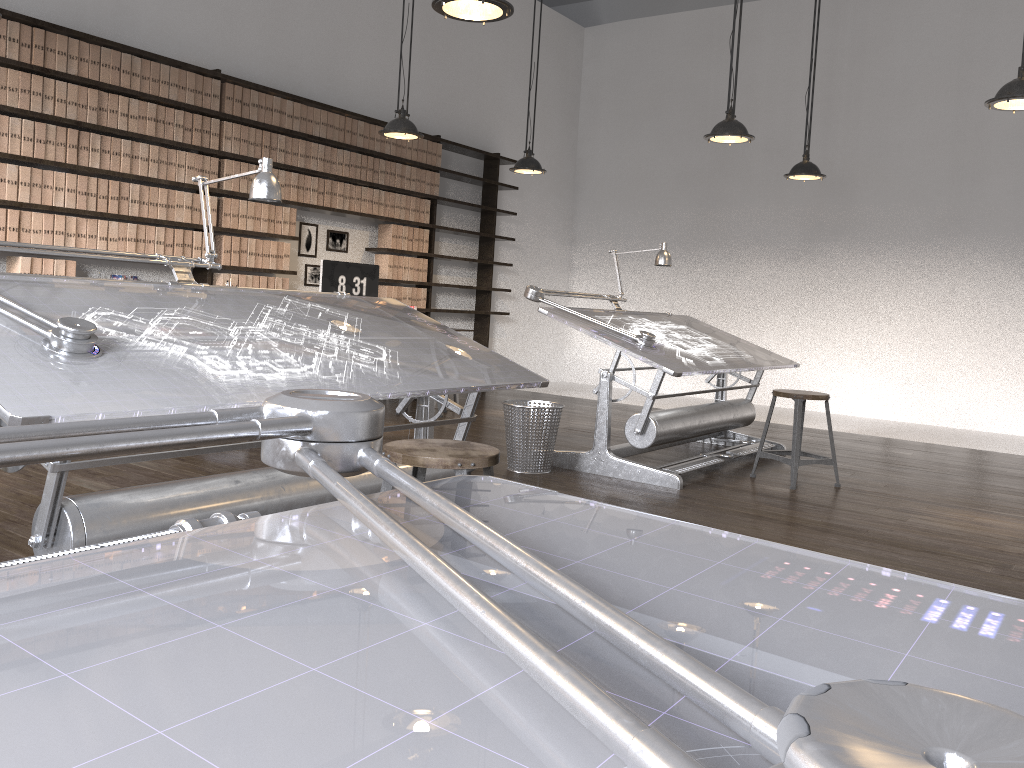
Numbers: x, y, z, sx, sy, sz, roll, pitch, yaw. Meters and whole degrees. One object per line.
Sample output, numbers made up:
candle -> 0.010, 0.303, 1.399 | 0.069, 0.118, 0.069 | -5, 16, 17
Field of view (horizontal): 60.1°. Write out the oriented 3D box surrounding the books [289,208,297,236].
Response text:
books -> -1.801, -1.284, 7.045 | 0.175, 0.225, 0.067 | 6, 3, 35

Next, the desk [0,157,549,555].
desk -> -0.930, -0.088, 2.889 | 1.079, 1.383, 2.281 | 6, 5, 35

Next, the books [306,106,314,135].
books -> -1.681, -2.108, 7.114 | 0.175, 0.225, 0.067 | 6, 3, 35

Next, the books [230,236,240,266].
books -> -2.118, -0.989, 6.617 | 0.175, 0.225, 0.067 | 6, 3, 35

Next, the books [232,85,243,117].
books -> -2.075, -2.080, 6.538 | 0.175, 0.225, 0.067 | 6, 3, 35

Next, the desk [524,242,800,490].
desk -> 0.989, -0.219, 5.637 | 1.079, 1.383, 2.070 | 6, 5, 35

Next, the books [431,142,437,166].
books -> -0.801, -2.168, 8.374 | 0.175, 0.225, 0.067 | 6, 3, 35

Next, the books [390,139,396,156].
books -> -1.118, -2.146, 7.910 | 0.175, 0.225, 0.067 | 6, 3, 35

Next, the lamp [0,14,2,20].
lamp -> -2.284, -2.707, 3.730 | 0.313, 2.248, 0.311 | 4, 2, 14

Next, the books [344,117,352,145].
books -> -1.437, -2.124, 7.452 | 0.175, 0.225, 0.067 | 6, 3, 35

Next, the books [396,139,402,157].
books -> -1.081, -2.149, 7.969 | 0.175, 0.225, 0.067 | 6, 3, 35

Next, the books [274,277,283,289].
books -> -1.895, -0.729, 6.973 | 0.175, 0.225, 0.067 | 6, 3, 35

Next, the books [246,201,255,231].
books -> -2.033, -1.267, 6.707 | 0.175, 0.225, 0.067 | 6, 3, 35

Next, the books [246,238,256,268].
books -> -2.035, -0.995, 6.737 | 0.175, 0.225, 0.067 | 6, 3, 35

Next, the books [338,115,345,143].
books -> -1.484, -2.121, 7.395 | 0.175, 0.225, 0.067 | 6, 3, 35

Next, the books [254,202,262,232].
books -> -1.999, -1.270, 6.759 | 0.175, 0.225, 0.067 | 6, 3, 35

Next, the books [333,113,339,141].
books -> -1.519, -2.119, 7.340 | 0.175, 0.225, 0.067 | 6, 3, 35

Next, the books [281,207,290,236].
books -> -1.838, -1.281, 6.984 | 0.175, 0.225, 0.067 | 6, 3, 35

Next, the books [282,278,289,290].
books -> -1.858, -0.733, 7.033 | 0.175, 0.225, 0.067 | 6, 3, 35

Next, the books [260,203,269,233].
books -> -1.957, -1.272, 6.811 | 0.175, 0.225, 0.067 | 6, 3, 35

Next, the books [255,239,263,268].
books -> -1.998, -0.998, 6.797 | 0.175, 0.225, 0.067 | 6, 3, 35

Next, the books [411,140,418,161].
books -> -0.955, -2.156, 8.140 | 0.175, 0.225, 0.067 | 6, 3, 35

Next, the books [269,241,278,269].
books -> -1.914, -1.002, 6.907 | 0.175, 0.225, 0.067 | 6, 3, 35

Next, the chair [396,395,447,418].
chair -> -0.701, -0.018, 7.083 | 0.372, 0.527, 0.359 | 4, 3, 3

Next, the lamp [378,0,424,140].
lamp -> -0.689, -2.816, 6.013 | 0.310, 2.248, 0.313 | 2, 3, -31

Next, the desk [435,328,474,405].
desk -> -1.110, -0.156, 7.509 | 0.657, 0.668, 1.669 | 6, 5, 35

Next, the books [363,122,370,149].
books -> -1.317, -2.133, 7.633 | 0.175, 0.225, 0.067 | 6, 3, 35

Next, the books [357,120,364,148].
books -> -1.354, -2.130, 7.573 | 0.175, 0.225, 0.067 | 6, 3, 35

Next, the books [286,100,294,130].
books -> -1.799, -2.099, 6.937 | 0.175, 0.225, 0.067 | 6, 3, 35

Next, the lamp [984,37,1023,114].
lamp -> 2.494, -2.445, 4.176 | 0.310, 2.261, 0.313 | 2, 3, -31

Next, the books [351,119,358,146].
books -> -1.398, -2.127, 7.517 | 0.175, 0.225, 0.067 | 6, 3, 35

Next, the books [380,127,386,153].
books -> -1.198, -2.141, 7.801 | 0.175, 0.225, 0.067 | 6, 3, 35

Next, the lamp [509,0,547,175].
lamp -> 0.201, -2.877, 7.287 | 0.310, 2.248, 0.313 | 2, 3, -31

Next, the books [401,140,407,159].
books -> -1.042, -2.152, 8.028 | 0.175, 0.225, 0.067 | 6, 3, 35

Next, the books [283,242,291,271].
books -> -1.842, -1.008, 7.015 | 0.175, 0.225, 0.067 | 6, 3, 35

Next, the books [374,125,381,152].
books -> -1.233, -2.138, 7.743 | 0.175, 0.225, 0.067 | 6, 3, 35

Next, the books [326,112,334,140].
books -> -1.552, -2.116, 7.285 | 0.175, 0.225, 0.067 | 6, 3, 35

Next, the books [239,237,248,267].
books -> -2.080, -0.992, 6.681 | 0.175, 0.225, 0.067 | 6, 3, 35

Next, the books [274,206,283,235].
books -> -1.882, -1.278, 6.928 | 0.175, 0.225, 0.067 | 6, 3, 35

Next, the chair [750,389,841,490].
chair -> 1.637, 0.309, 5.078 | 0.371, 0.527, 0.359 | 2, 4, -27

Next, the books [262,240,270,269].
books -> -1.957, -1.000, 6.855 | 0.175, 0.225, 0.067 | 6, 3, 35

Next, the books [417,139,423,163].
books -> -0.914, -2.159, 8.199 | 0.175, 0.225, 0.067 | 6, 3, 35

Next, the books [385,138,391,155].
books -> -1.161, -2.143, 7.851 | 0.175, 0.225, 0.067 | 6, 3, 35

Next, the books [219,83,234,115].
books -> -2.122, -2.078, 6.481 | 0.175, 0.225, 0.067 | 6, 3, 35

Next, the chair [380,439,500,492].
chair -> -0.208, 0.436, 2.424 | 0.372, 0.527, 0.359 | 4, 3, 13

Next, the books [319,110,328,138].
books -> -1.593, -2.113, 7.226 | 0.175, 0.225, 0.067 | 6, 3, 35

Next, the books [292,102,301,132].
books -> -1.756, -2.102, 6.995 | 0.175, 0.225, 0.067 | 6, 3, 35

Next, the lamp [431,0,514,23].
lamp -> -0.079, -2.532, 3.302 | 0.310, 2.248, 0.313 | 2, 3, -35

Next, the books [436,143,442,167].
books -> -0.758, -2.171, 8.429 | 0.175, 0.225, 0.067 | 6, 3, 35

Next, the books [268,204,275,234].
books -> -1.923, -1.275, 6.870 | 0.175, 0.225, 0.067 | 6, 3, 35

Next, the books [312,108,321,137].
books -> -1.638, -2.110, 7.169 | 0.175, 0.225, 0.067 | 6, 3, 35

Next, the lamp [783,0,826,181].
lamp -> 2.302, -2.694, 6.712 | 0.313, 2.248, 0.311 | 4, 2, 14

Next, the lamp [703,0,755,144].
lamp -> 1.412, -2.634, 5.437 | 0.310, 2.248, 0.313 | 2, 3, -31

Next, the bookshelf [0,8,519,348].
bookshelf -> -2.787, -0.662, 5.849 | 0.374, 3.199, 9.182 | 5, 5, 35

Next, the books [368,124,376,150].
books -> -1.276, -2.136, 7.691 | 0.175, 0.225, 0.067 | 6, 3, 35

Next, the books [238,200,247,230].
books -> -2.073, -1.264, 6.646 | 0.175, 0.225, 0.067 | 6, 3, 35

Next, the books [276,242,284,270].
books -> -1.880, -1.006, 6.965 | 0.175, 0.225, 0.067 | 6, 3, 35

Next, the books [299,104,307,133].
books -> -1.719, -2.105, 7.055 | 0.175, 0.225, 0.067 | 6, 3, 35
